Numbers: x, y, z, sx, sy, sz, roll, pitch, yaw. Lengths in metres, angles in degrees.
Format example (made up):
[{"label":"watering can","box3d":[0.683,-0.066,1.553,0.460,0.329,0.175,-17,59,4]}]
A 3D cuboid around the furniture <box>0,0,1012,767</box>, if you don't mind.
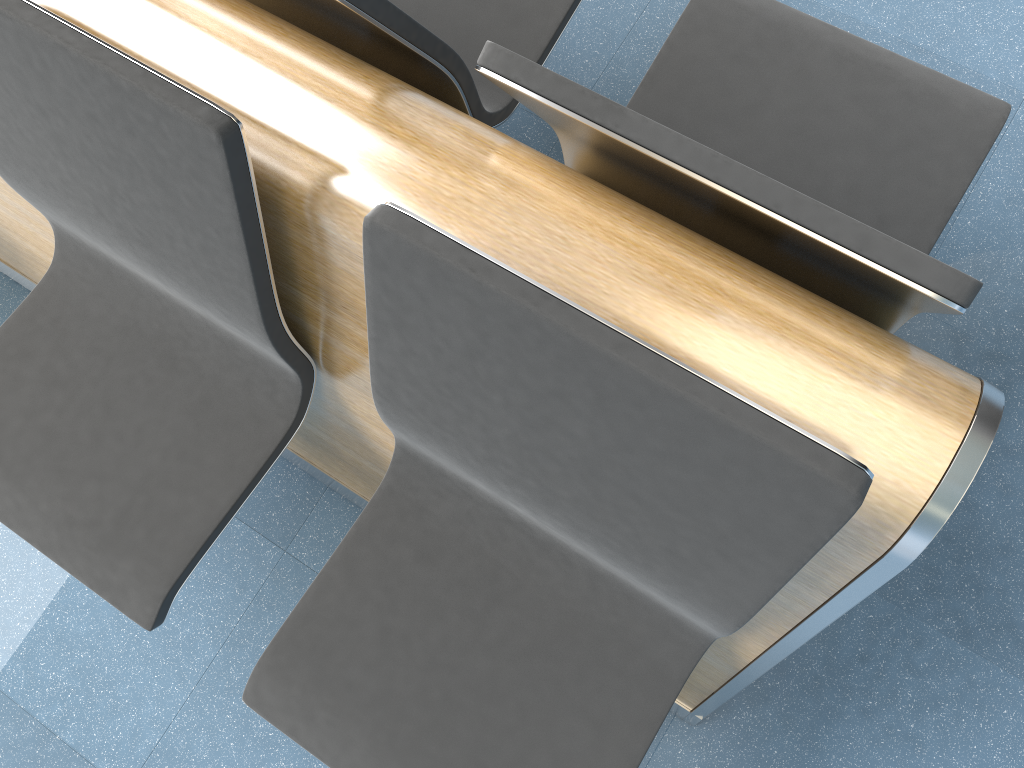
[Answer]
[{"label":"furniture","box3d":[-0.506,-0.407,1.368,2.281,0.896,1.301,31,81,13]}]
